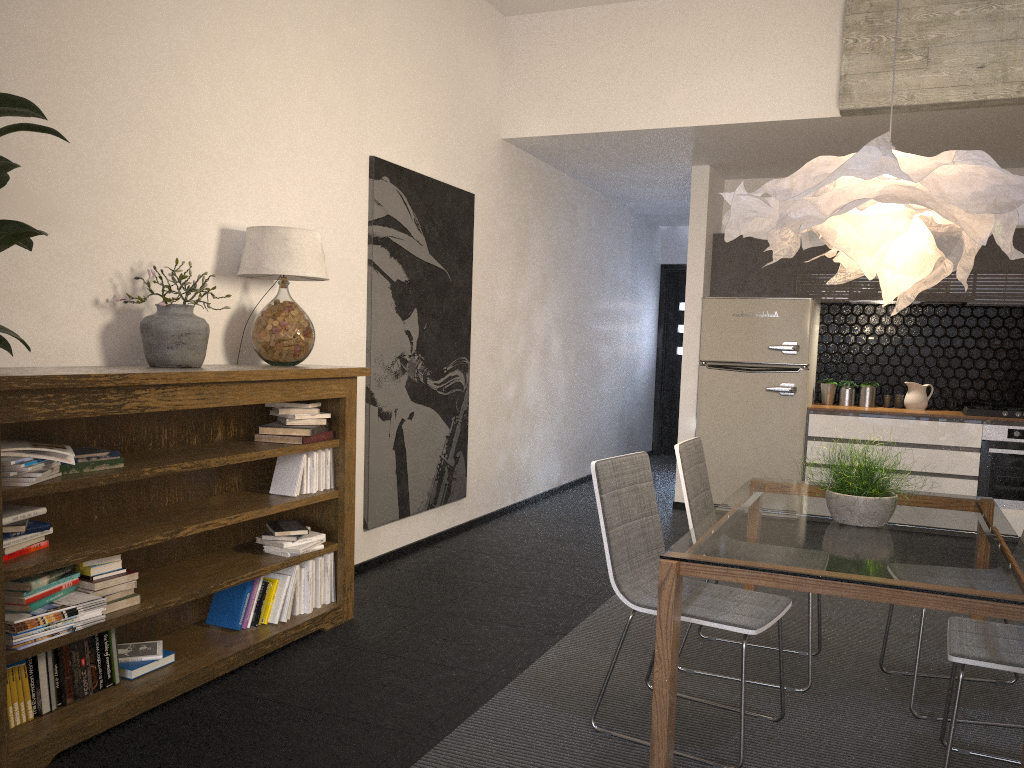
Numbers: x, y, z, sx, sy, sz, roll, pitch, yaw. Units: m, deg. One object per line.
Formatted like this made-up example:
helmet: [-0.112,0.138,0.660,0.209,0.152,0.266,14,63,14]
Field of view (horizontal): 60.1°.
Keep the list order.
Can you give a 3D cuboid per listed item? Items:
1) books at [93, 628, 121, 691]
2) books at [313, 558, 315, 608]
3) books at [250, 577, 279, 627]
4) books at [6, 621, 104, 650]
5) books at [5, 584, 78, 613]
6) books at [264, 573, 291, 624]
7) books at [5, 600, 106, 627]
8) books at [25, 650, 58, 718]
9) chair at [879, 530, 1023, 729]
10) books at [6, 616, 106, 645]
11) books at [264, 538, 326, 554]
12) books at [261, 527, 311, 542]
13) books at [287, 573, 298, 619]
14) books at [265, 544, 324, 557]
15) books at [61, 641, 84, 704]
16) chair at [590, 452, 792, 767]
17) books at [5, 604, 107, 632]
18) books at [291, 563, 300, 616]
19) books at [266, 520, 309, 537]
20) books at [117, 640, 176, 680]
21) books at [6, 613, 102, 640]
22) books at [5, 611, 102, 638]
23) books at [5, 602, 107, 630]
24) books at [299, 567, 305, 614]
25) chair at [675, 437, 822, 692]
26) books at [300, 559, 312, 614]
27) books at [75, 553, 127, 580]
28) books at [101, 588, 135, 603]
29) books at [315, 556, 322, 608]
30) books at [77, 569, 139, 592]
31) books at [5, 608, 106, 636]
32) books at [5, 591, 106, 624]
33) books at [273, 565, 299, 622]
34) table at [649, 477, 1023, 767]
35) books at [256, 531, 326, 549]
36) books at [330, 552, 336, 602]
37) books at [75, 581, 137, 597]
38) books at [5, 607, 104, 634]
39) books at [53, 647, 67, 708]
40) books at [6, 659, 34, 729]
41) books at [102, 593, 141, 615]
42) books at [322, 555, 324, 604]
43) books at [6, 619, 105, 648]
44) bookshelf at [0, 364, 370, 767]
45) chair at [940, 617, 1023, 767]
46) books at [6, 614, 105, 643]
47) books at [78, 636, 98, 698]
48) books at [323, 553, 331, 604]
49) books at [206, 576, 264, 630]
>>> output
books: [-1.439,0.911,3.023,0.167,0.243,0.103,4,6,23]
books: [-0.967,0.880,3.991,0.175,0.244,0.023,4,6,23]
books: [-1.088,0.920,3.750,0.146,0.184,0.146,4,5,26]
books: [-1.464,0.758,2.741,0.218,0.008,0.304,3,3,23]
books: [-1.518,0.666,2.782,0.175,0.024,0.248,2,3,4]
books: [-1.037,0.911,3.781,0.155,0.195,0.104,4,5,23]
books: [-1.465,0.691,2.745,0.218,0.008,0.304,3,3,28]
books: [-1.542,0.920,2.805,0.167,0.242,0.099,4,6,23]
chair: [1.774,0.754,3.323,0.601,0.924,0.473,3,5,9]
books: [-1.464,0.743,2.740,0.218,0.008,0.304,3,3,28]
books: [-0.946,0.697,3.865,0.174,0.019,0.243,3,3,13]
books: [-0.983,0.651,3.860,0.155,0.022,0.204,2,3,3]
books: [-1.012,0.906,3.840,0.155,0.204,0.072,4,6,23]
books: [-0.950,0.717,3.863,0.154,0.021,0.205,4,3,33]
books: [-1.503,0.924,2.909,0.171,0.226,0.082,4,6,23]
chair: [0.601,0.729,3.028,0.600,0.924,0.474,5,6,33]
books: [-1.460,0.706,2.743,0.218,0.008,0.304,3,3,27]
books: [-1.011,0.884,3.889,0.175,0.244,0.023,4,6,23]
books: [-0.983,0.628,3.865,0.147,0.023,0.220,1,3,-26]
books: [-1.359,0.998,3.200,0.270,0.050,0.257,1,3,-22]
books: [-1.468,0.729,2.740,0.218,0.008,0.287,3,3,29]
books: [-1.469,0.724,2.740,0.218,0.008,0.287,3,3,29]
books: [-1.462,0.699,2.743,0.218,0.008,0.304,3,3,27]
books: [-0.982,0.903,3.907,0.155,0.206,0.020,4,6,23]
chair: [0.980,0.712,3.663,0.600,0.924,0.473,4,6,23]
books: [-0.963,0.884,3.921,0.175,0.244,0.023,4,6,23]
books: [-1.439,0.605,3.012,0.216,0.069,0.157,4,4,33]
books: [-1.431,0.705,3.007,0.227,0.024,0.166,3,3,21]
books: [-0.938,0.881,4.002,0.174,0.245,0.019,4,6,23]
books: [-1.422,0.655,3.016,0.225,0.029,0.179,3,3,26]
books: [-1.465,0.718,2.747,0.218,0.006,0.304,3,3,28]
books: [-1.463,0.683,2.745,0.218,0.013,0.304,3,3,28]
books: [-1.020,0.890,3.814,0.174,0.236,0.100,4,6,23]
table: [1.224,0.844,3.187,0.996,0.718,1.794,4,4,23]
books: [-0.966,0.674,3.870,0.174,0.024,0.242,4,3,33]
books: [-0.898,0.878,4.095,0.174,0.245,0.040,4,6,23]
books: [-1.434,0.681,3.018,0.242,0.024,0.174,4,3,30]
books: [-1.463,0.713,2.742,0.218,0.008,0.287,3,3,27]
books: [-1.523,0.917,2.860,0.171,0.242,0.055,4,6,23]
books: [-1.581,0.923,2.727,0.171,0.236,0.107,4,6,23]
books: [-1.422,0.734,3.013,0.242,0.034,0.179,3,3,25]
books: [-0.940,0.878,4.052,0.175,0.244,0.023,4,6,23]
books: [-1.465,0.751,2.739,0.218,0.007,0.304,3,3,28]
bookshelf: [-1.252,0.528,3.304,0.450,1.178,1.913,4,4,23]
chair: [1.607,0.784,2.583,0.600,0.924,0.473,4,6,26]
books: [-1.463,0.735,2.737,0.218,0.013,0.304,3,3,28]
books: [-1.478,0.913,2.963,0.171,0.242,0.084,4,6,23]
books: [-0.912,0.879,4.067,0.175,0.244,0.023,4,6,23]
books: [-1.157,0.895,3.702,0.171,0.228,0.164,4,5,23]
